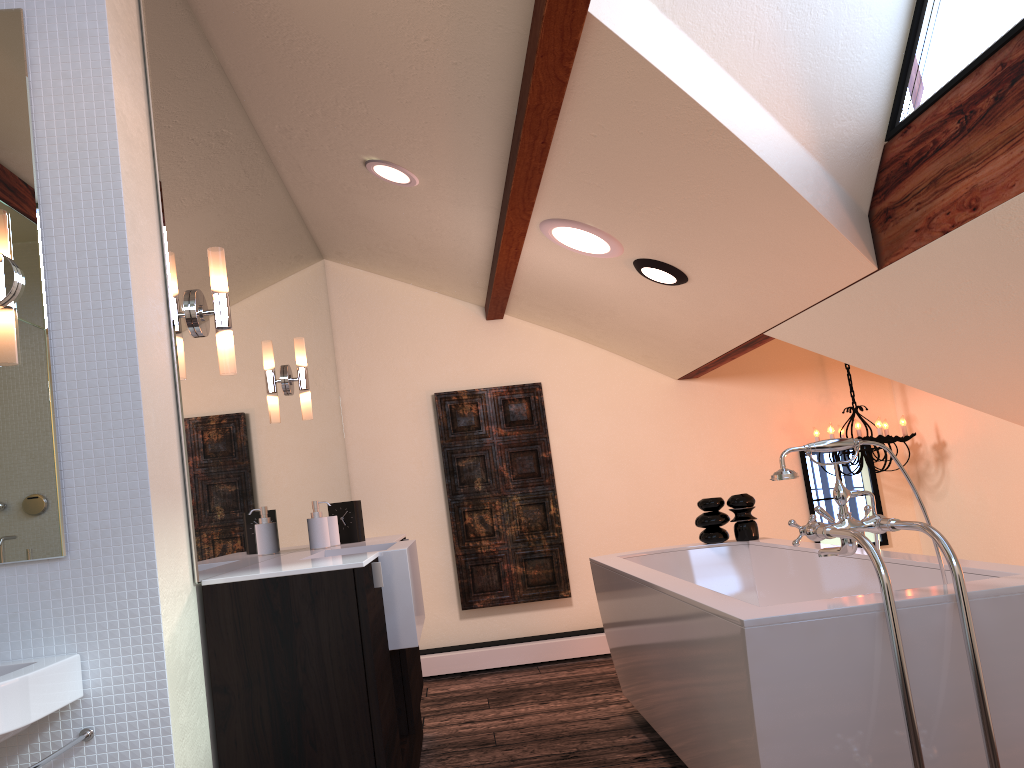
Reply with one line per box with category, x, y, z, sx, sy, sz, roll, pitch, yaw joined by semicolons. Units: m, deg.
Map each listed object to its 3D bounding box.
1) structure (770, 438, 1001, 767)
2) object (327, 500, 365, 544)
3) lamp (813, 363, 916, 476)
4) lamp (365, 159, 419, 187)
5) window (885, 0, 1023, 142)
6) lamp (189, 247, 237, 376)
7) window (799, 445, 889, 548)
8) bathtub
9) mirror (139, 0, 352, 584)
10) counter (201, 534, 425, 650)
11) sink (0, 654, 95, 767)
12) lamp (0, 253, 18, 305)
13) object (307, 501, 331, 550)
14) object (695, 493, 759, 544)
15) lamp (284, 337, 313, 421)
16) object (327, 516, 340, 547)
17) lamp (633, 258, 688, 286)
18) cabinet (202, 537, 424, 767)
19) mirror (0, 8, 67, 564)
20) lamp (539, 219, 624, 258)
structure;0.858;0.682;1.999;0.384;1.115;0.555;-8;-6;10
object;-0.647;0.600;3.458;0.116;0.177;0.067;-9;-6;18
lamp;1.958;0.020;5.131;0.541;1.120;0.618;-8;-6;6
lamp;-0.482;-0.940;3.561;0.206;0.101;0.229;-7;-8;0
window;0.240;-1.305;0.923;2.106;0.673;3.535;-6;-8;-5
lamp;-0.761;-0.204;2.262;0.083;0.364;0.132;-7;-6;-5
window;2.019;0.767;5.405;0.449;0.698;0.046;-7;-6;-5
bathtub;0.842;1.002;2.929;0.798;0.691;2.227;-6;-8;-5
mirror;-0.925;-0.172;3.677;0.011;1.835;3.250;-7;-7;-5
counter;-0.526;0.751;2.922;0.442;0.295;1.864;-6;-8;-5
sink;-1.105;0.980;1.494;0.680;0.782;0.347;-6;-6;-5
lamp;-1.060;-0.240;1.744;0.131;0.364;0.083;-7;-6;-5
object;-0.699;0.564;3.197;0.080;0.189;0.073;-11;-7;35
object;0.949;0.664;3.931;0.277;0.228;0.156;-10;-7;25
lamp;-0.844;-0.021;3.495;0.083;0.364;0.132;-7;-6;-5
object;-0.685;0.613;3.315;0.073;0.122;0.074;-6;-6;-9
lamp;0.619;-0.518;3.687;0.214;0.129;0.247;-6;-8;-9
cabinet;-0.515;1.075;2.887;0.386;0.919;1.865;-7;-8;-5
mirror;-1.250;-0.217;1.778;0.603;1.272;0.011;-7;-6;-5
lamp;0.285;-0.661;3.631;0.328;0.171;0.371;-6;-8;-9
